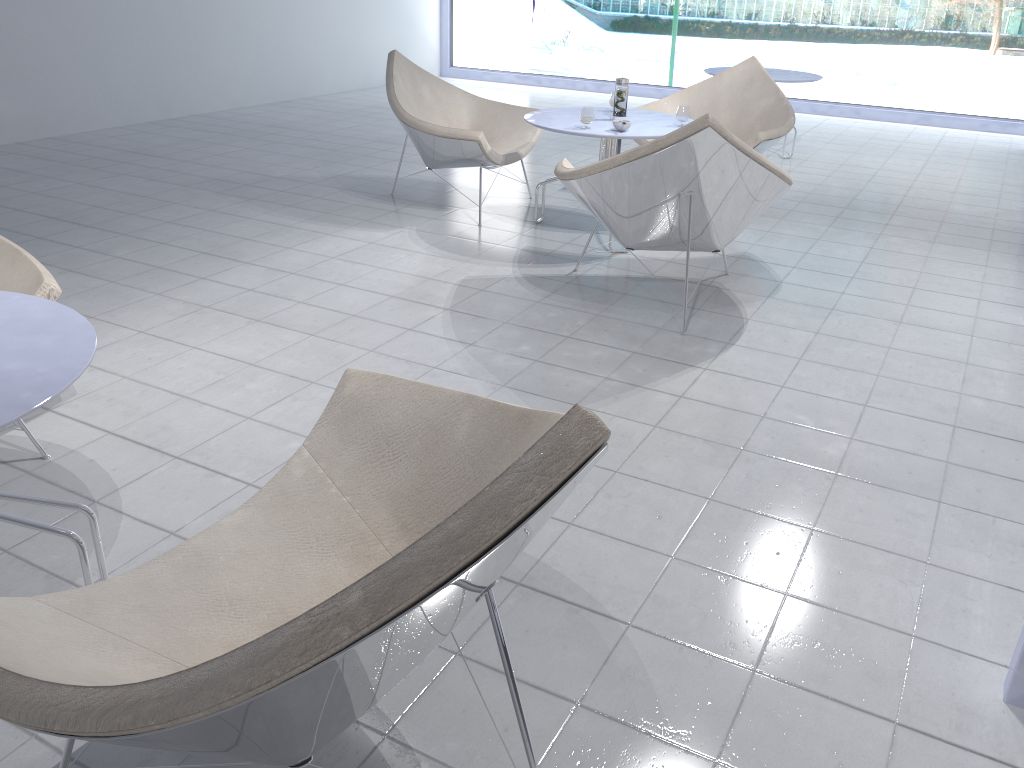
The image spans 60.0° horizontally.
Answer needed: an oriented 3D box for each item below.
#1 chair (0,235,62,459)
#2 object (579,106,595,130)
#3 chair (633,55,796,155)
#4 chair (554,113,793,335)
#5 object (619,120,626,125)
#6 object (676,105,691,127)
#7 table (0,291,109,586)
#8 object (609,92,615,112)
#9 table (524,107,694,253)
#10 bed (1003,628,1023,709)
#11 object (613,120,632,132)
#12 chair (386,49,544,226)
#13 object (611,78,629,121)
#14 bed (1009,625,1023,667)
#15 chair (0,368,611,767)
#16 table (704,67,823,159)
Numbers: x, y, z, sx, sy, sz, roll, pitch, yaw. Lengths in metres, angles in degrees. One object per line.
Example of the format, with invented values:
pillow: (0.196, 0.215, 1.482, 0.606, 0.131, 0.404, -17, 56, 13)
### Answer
chair: (-1.644, -0.175, 2.107, 0.906, 0.759, 0.753, -21, 34, -40)
object: (0.328, -1.165, 3.884, 0.068, 0.091, 0.068, -14, 30, -30)
chair: (1.137, -1.397, 4.904, 0.906, 0.759, 0.753, 21, 31, 34)
chair: (0.620, -0.680, 3.348, 0.906, 0.759, 0.753, 1, 25, -2)
object: (0.477, -1.128, 3.828, 0.012, 0.016, 0.098, -1, 25, -5)
object: (0.778, -1.218, 4.031, 0.068, 0.091, 0.068, 11, 27, 18)
table: (-1.144, 0.219, 1.579, 0.825, 0.534, 0.823, 4, 25, 4)
object: (0.513, -1.391, 4.375, 0.068, 0.091, 0.068, -18, 32, -35)
table: (0.459, -0.992, 4.261, 0.825, 0.534, 0.823, 10, 27, 17)
bed: (1.277, 0.992, 0.256, 2.016, 0.427, 2.200, 15, 28, 25)
object: (0.478, -1.124, 3.865, 0.082, 0.043, 0.082, 0, 25, -4)
chair: (-0.318, -1.322, 4.632, 0.753, 0.759, 0.906, 12, 27, 21)
object: (0.505, -1.321, 4.114, 0.075, 0.189, 0.075, 11, 27, 17)
bed: (2.347, 0.200, 2.020, 2.022, 0.422, 2.200, 15, 28, 25)
chair: (-0.219, 0.280, 1.255, 0.753, 0.759, 0.906, 17, 29, 28)
table: (1.777, -1.973, 6.434, 0.823, 0.534, 0.825, -5, 26, -14)
